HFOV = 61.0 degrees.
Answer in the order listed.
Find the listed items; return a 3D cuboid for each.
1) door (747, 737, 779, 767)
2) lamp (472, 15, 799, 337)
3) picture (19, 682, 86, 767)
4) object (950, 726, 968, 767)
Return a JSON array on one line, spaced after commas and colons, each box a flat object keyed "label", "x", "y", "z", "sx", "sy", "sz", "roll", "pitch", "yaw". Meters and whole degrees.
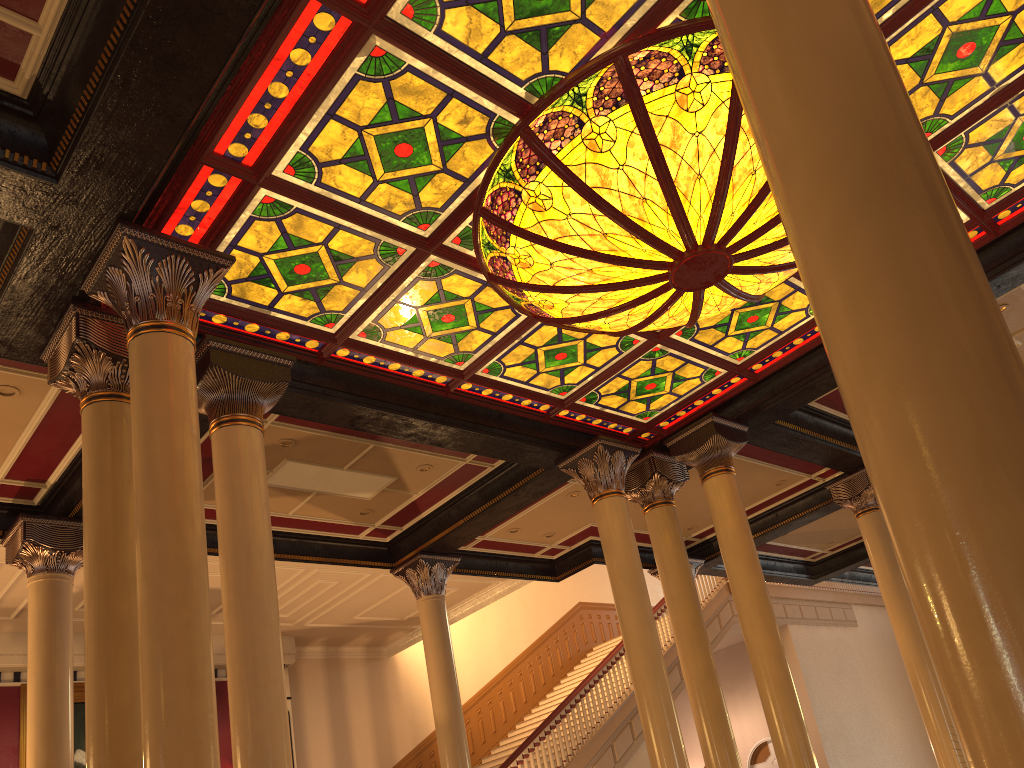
[{"label": "door", "x": 6.071, "y": 9.475, "z": 19.048, "sx": 0.212, "sy": 3.273, "sz": 1.489, "roll": 7, "pitch": -29, "yaw": -42}, {"label": "lamp", "x": 1.245, "y": -1.032, "z": 6.061, "sx": 3.167, "sy": 0.568, "sz": 3.025, "roll": 16, "pitch": -39, "yaw": -42}, {"label": "picture", "x": -5.369, "y": 5.807, "z": 12.066, "sx": 2.685, "sy": 3.247, "sz": 0.055, "roll": 12, "pitch": -31, "yaw": -44}, {"label": "object", "x": 1.512, "y": 1.604, "z": 1.655, "sx": 2.173, "sy": 2.140, "sz": 1.851, "roll": 10, "pitch": -32, "yaw": -40}]
